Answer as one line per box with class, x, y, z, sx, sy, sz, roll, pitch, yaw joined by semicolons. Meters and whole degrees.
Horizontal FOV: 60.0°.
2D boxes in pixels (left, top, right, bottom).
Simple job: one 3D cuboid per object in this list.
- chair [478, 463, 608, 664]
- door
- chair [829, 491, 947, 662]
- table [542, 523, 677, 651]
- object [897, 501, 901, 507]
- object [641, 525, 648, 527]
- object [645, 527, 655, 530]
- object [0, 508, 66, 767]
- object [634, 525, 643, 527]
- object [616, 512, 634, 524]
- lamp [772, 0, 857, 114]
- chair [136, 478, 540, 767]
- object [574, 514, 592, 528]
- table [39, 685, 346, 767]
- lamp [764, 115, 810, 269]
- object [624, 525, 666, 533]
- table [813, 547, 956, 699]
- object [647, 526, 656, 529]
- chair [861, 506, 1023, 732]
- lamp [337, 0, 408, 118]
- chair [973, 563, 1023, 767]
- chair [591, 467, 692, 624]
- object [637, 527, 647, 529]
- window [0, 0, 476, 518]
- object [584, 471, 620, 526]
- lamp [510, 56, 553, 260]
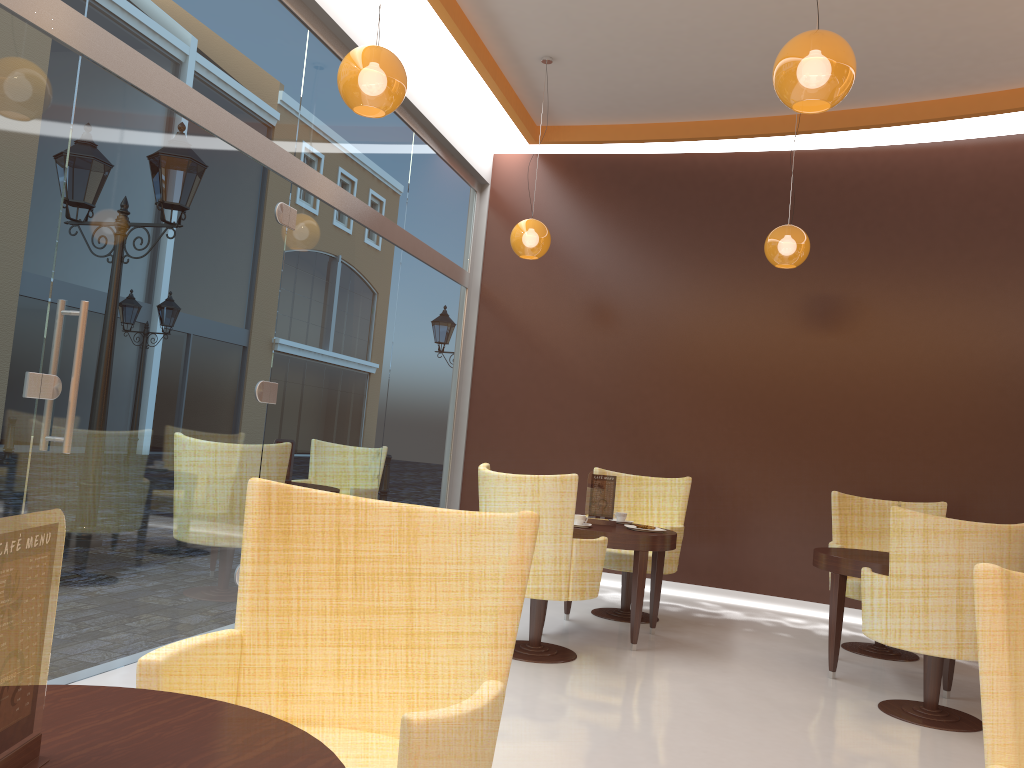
chair;0.137;0.981;4.928;0.685;1.017;0.729;9;-5;-42
door;-1.584;0.027;4.164;0.020;2.499;1.640;4;-4;16
chair;2.474;1.260;5.904;0.729;1.017;0.685;4;-4;22
table;0.569;1.234;5.591;0.872;0.679;0.874;7;-4;-28
object;2.253;0.853;5.177;0.042;0.335;0.209;3;-4;29
object;0.827;0.895;5.577;0.054;0.018;0.051;4;-4;14
object;0.852;0.895;5.490;0.055;0.014;0.053;5;-4;-1
object;-0.619;0.328;1.097;0.042;0.335;0.209;5;-4;-1
object;0.787;0.882;5.509;0.055;0.016;0.052;4;-4;15
object;0.727;0.892;5.906;0.153;0.069;0.153;2;-5;38
lamp;1.187;-1.780;3.361;0.299;1.500;0.299;3;-4;26
chair;-0.369;0.737;1.818;0.729;1.017;0.685;4;-4;19
object;0.403;0.828;5.360;0.153;0.069;0.153;4;-4;16
table;-0.666;0.832;1.065;0.872;0.679;0.874;7;-4;-28
lamp;1.922;-1.541;6.052;0.299;1.500;0.299;6;-4;-6
object;0.829;0.903;5.523;0.234;0.020;0.234;6;-4;-13
table;2.190;1.356;5.147;0.872;0.679;0.874;7;-4;-28
object;0.868;0.900;5.554;0.055;0.018;0.052;2;-5;40
chair;2.108;1.127;4.353;0.729;1.017;0.685;6;-4;-6
lamp;-0.542;-1.909;3.844;0.299;1.500;0.299;6;-4;-10
chair;1.130;0.849;1.399;0.729;1.017;0.685;4;-4;13
chair;0.866;1.139;6.343;0.729;1.017;0.685;4;-4;19
object;0.808;0.891;5.480;0.054;0.018;0.051;7;-4;-27
window;-1.538;-0.469;4.196;0.040;3.380;8.200;4;-4;16
object;0.574;0.727;5.634;0.209;0.335;0.042;6;-4;-9
lamp;0.193;-1.670;6.535;0.299;1.500;0.299;6;-4;-17
